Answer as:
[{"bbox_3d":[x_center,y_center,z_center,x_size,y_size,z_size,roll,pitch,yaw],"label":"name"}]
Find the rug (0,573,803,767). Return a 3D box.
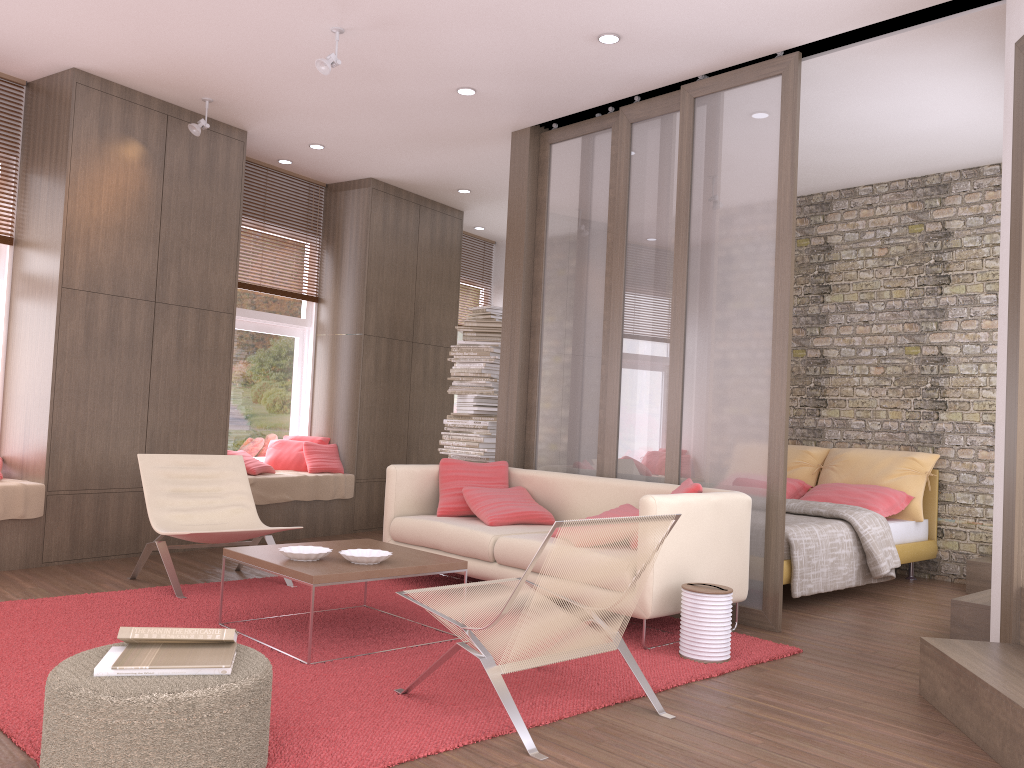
[{"bbox_3d":[-0.763,1.218,4.353,3.344,0.016,2.938,5,-3,-43],"label":"rug"}]

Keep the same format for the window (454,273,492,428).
[{"bbox_3d":[-0.752,-0.177,10.172,0.160,2.229,1.407,1,-3,34],"label":"window"}]

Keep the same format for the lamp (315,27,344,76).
[{"bbox_3d":[-1.023,-1.872,4.988,0.158,0.275,0.102,5,-3,-36],"label":"lamp"}]

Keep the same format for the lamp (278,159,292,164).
[{"bbox_3d":[-1.975,-1.936,7.722,0.119,0.010,0.119,4,-3,-18],"label":"lamp"}]

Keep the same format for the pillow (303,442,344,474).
[{"bbox_3d":[-1.692,0.666,7.943,0.357,0.278,0.264,5,-3,-35],"label":"pillow"}]

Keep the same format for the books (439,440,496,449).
[{"bbox_3d":[-0.314,0.529,7.771,0.410,0.046,0.522,5,-3,-43],"label":"books"}]

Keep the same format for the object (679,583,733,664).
[{"bbox_3d":[0.913,1.117,4.178,0.239,0.341,0.239,3,-2,-11],"label":"object"}]

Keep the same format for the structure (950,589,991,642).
[{"bbox_3d":[3.342,0.015,5.120,2.039,2.881,0.808,5,-3,-43],"label":"structure"}]

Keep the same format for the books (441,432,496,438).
[{"bbox_3d":[-0.305,0.448,7.772,0.399,0.020,0.510,5,-3,-43],"label":"books"}]

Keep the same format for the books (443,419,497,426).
[{"bbox_3d":[-0.303,0.344,7.775,0.469,0.038,0.364,1,-3,32],"label":"books"}]

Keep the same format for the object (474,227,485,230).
[{"bbox_3d":[-0.368,-1.759,10.017,0.119,0.010,0.119,4,-3,-18],"label":"object"}]

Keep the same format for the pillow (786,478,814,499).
[{"bbox_3d":[2.048,0.904,7.547,0.538,0.264,0.831,5,-3,-43],"label":"pillow"}]

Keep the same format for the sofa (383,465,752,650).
[{"bbox_3d":[0.217,0.928,5.288,0.919,0.751,2.204,5,-3,-43],"label":"sofa"}]

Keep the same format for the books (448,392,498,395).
[{"bbox_3d":[-0.294,0.093,7.767,0.469,0.015,0.267,2,-3,22],"label":"books"}]

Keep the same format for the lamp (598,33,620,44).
[{"bbox_3d":[0.542,-1.930,4.956,0.119,0.010,0.119,4,-3,-23],"label":"lamp"}]

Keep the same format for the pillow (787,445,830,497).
[{"bbox_3d":[2.289,0.793,7.840,0.355,0.527,1.019,5,-3,-43],"label":"pillow"}]

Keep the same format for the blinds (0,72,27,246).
[{"bbox_3d":[-3.754,-1.553,5.500,0.042,1.142,1.373,1,-3,34],"label":"blinds"}]

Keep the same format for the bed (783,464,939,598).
[{"bbox_3d":[1.890,1.026,6.806,2.360,0.861,2.219,5,-3,-43],"label":"bed"}]

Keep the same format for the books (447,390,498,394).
[{"bbox_3d":[-0.310,0.078,7.792,0.444,0.015,0.279,2,-3,22],"label":"books"}]

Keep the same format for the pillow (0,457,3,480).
[{"bbox_3d":[-3.515,0.542,5.750,0.397,0.150,0.373,4,-3,-27],"label":"pillow"}]

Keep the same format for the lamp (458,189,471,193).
[{"bbox_3d":[-0.453,-1.831,8.420,0.119,0.010,0.119,2,-3,27],"label":"lamp"}]

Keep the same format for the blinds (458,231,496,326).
[{"bbox_3d":[-0.626,-1.203,10.165,0.042,1.138,1.373,1,-3,34],"label":"blinds"}]

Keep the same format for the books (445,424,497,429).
[{"bbox_3d":[-0.307,0.374,7.751,0.442,0.025,0.346,1,-3,32],"label":"books"}]

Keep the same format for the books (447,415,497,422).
[{"bbox_3d":[-0.261,0.306,7.766,0.518,0.038,0.341,1,-3,32],"label":"books"}]

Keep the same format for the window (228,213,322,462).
[{"bbox_3d":[-2.322,-0.353,7.844,0.160,2.229,1.407,1,-3,34],"label":"window"}]

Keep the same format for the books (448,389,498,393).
[{"bbox_3d":[-0.300,0.064,7.790,0.432,0.013,0.288,2,-3,22],"label":"books"}]

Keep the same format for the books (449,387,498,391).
[{"bbox_3d":[-0.289,0.051,7.779,0.446,0.012,0.291,2,-3,22],"label":"books"}]

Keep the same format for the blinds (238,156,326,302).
[{"bbox_3d":[-2.188,-1.379,7.835,0.042,1.138,1.373,1,-3,34],"label":"blinds"}]

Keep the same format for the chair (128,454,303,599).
[{"bbox_3d":[-1.796,0.837,5.394,0.739,0.767,0.860,5,-3,-43],"label":"chair"}]

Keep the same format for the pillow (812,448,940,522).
[{"bbox_3d":[2.893,0.804,7.181,0.366,0.557,1.021,5,-3,-43],"label":"pillow"}]

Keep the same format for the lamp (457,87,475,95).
[{"bbox_3d":[-0.303,-1.933,5.858,0.119,0.010,0.119,4,-3,-29],"label":"lamp"}]

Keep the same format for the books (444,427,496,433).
[{"bbox_3d":[-0.294,0.405,7.781,0.469,0.028,0.368,1,-3,32],"label":"books"}]

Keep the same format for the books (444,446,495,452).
[{"bbox_3d":[-0.250,0.567,7.723,0.423,0.025,0.566,5,-3,-43],"label":"books"}]

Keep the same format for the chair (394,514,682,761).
[{"bbox_3d":[0.081,0.843,3.391,0.739,0.762,0.853,5,-3,-43],"label":"chair"}]

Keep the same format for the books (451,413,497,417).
[{"bbox_3d":[-0.283,0.276,7.793,0.450,0.022,0.364,3,-2,7],"label":"books"}]

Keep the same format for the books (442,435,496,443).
[{"bbox_3d":[-0.276,0.483,7.774,0.421,0.046,0.542,5,-3,-43],"label":"books"}]

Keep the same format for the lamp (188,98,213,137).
[{"bbox_3d":[-2.189,-1.877,6.233,0.158,0.275,0.102,5,-3,-36],"label":"lamp"}]

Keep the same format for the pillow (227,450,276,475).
[{"bbox_3d":[-2.199,0.650,7.382,0.354,0.200,0.403,2,-2,11],"label":"pillow"}]

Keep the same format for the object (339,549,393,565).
[{"bbox_3d":[-0.682,0.806,4.123,0.249,0.043,0.251,4,-3,-31],"label":"object"}]

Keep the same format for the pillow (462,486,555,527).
[{"bbox_3d":[-0.030,0.781,5.660,0.507,0.224,0.467,4,-3,-31],"label":"pillow"}]

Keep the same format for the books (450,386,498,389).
[{"bbox_3d":[-0.293,0.039,7.791,0.412,0.011,0.308,2,-3,22],"label":"books"}]

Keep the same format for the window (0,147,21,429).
[{"bbox_3d":[-3.892,-0.529,5.516,0.160,2.229,1.407,1,-3,34],"label":"window"}]

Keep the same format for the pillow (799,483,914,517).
[{"bbox_3d":[2.623,0.912,6.933,0.540,0.261,0.834,5,-3,-43],"label":"pillow"}]

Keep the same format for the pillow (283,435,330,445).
[{"bbox_3d":[-1.913,0.642,8.103,0.484,0.334,0.193,3,-2,-3],"label":"pillow"}]

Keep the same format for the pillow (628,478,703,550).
[{"bbox_3d":[0.821,0.704,4.831,0.379,0.377,0.498,3,-2,7],"label":"pillow"}]

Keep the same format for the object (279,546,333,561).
[{"bbox_3d":[-0.964,0.793,4.130,0.249,0.043,0.251,2,-3,17],"label":"object"}]

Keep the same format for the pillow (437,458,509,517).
[{"bbox_3d":[-0.254,0.697,5.910,0.498,0.377,0.379,3,-2,-8],"label":"pillow"}]

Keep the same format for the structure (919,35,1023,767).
[{"bbox_3d":[2.121,-0.140,2.904,0.845,2.881,2.039,3,-2,7],"label":"structure"}]

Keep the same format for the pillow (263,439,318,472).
[{"bbox_3d":[-1.994,0.640,7.944,0.485,0.279,0.270,3,-2,-7],"label":"pillow"}]

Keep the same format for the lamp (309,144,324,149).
[{"bbox_3d":[-1.593,-1.938,7.236,0.119,0.010,0.119,4,-3,-18],"label":"lamp"}]

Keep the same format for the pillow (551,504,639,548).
[{"bbox_3d":[0.498,0.772,4.848,0.467,0.224,0.507,3,-3,-16],"label":"pillow"}]
